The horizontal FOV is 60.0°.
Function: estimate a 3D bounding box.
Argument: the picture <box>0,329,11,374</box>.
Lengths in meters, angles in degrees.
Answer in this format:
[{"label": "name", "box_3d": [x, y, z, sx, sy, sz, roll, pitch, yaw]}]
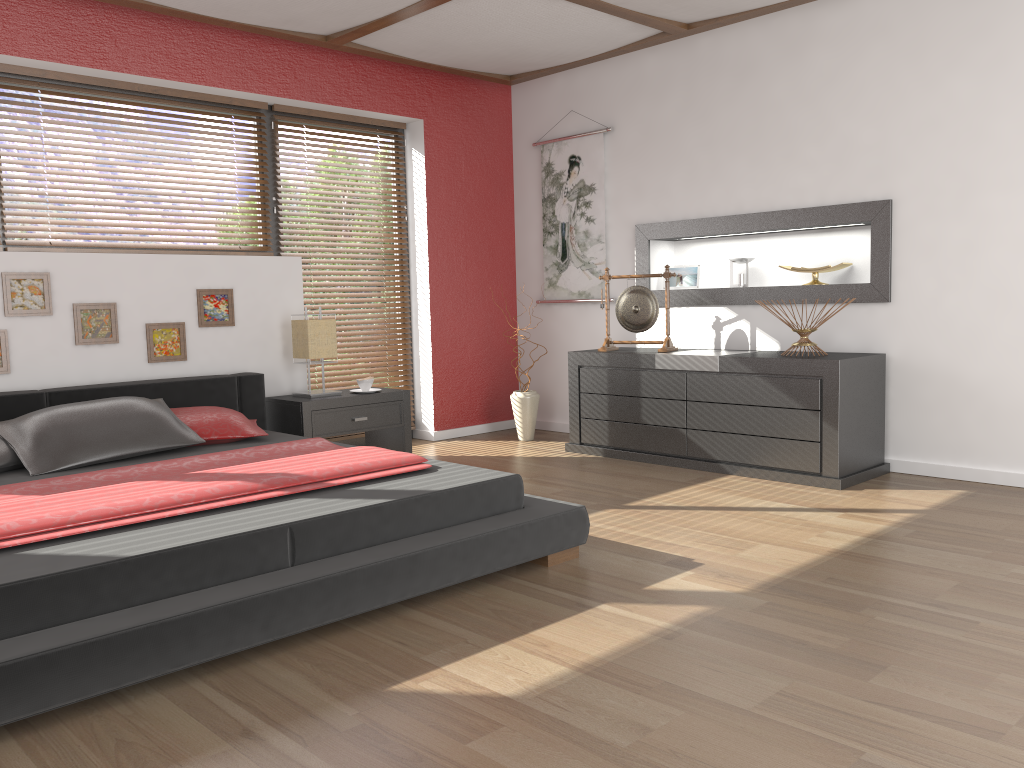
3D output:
[{"label": "picture", "box_3d": [-2.365, -0.140, 3.971, 0.200, 0.200, 0.010, -7, 7, -44]}]

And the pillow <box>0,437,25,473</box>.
[{"label": "pillow", "box_3d": [-2.142, 0.279, 3.408, 0.418, 0.172, 0.745, 1, 6, 21]}]

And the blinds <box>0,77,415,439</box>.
[{"label": "blinds", "box_3d": [-2.437, -0.489, 4.275, 4.840, 1.952, 0.032, -7, 7, -44]}]

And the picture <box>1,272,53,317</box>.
[{"label": "picture", "box_3d": [-2.230, -0.413, 4.082, 0.200, 0.200, 0.010, -7, 7, -44]}]

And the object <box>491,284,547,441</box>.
[{"label": "object", "box_3d": [0.036, -0.140, 5.776, 0.364, 1.035, 0.422, 1, 6, 21]}]

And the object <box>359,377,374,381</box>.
[{"label": "object", "box_3d": [-0.825, -0.029, 5.021, 0.007, 0.007, 0.192, 0, 6, 16]}]

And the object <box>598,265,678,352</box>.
[{"label": "object", "box_3d": [0.733, -0.443, 5.199, 0.490, 0.498, 0.173, 2, 6, 31]}]

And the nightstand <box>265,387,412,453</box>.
[{"label": "nightstand", "box_3d": [-0.965, 0.265, 5.006, 0.700, 0.423, 0.413, -7, 7, -44]}]

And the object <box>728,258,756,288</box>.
[{"label": "object", "box_3d": [1.353, -0.652, 5.217, 0.159, 0.171, 0.159, -1, 5, 5]}]

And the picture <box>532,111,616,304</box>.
[{"label": "picture", "box_3d": [0.404, -1.176, 5.914, 0.028, 1.270, 0.701, -7, 7, -44]}]

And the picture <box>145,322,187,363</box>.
[{"label": "picture", "box_3d": [-1.768, -0.213, 4.541, 0.200, 0.200, 0.010, -7, 7, -44]}]

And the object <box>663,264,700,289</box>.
[{"label": "object", "box_3d": [1.048, -0.662, 5.485, 0.226, 0.146, 0.041, 1, 6, 26]}]

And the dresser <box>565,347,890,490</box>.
[{"label": "dresser", "box_3d": [1.111, 0.127, 4.907, 0.540, 0.608, 1.740, -7, 7, -44]}]

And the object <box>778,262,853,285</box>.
[{"label": "object", "box_3d": [1.666, -0.599, 4.871, 0.350, 0.116, 0.181, 2, 7, 36]}]

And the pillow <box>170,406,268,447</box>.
[{"label": "pillow", "box_3d": [-1.522, 0.201, 4.074, 0.745, 0.172, 0.418, -4, 6, -25]}]

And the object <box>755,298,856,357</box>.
[{"label": "object", "box_3d": [1.471, -0.286, 4.463, 0.481, 0.282, 0.481, 0, 5, 12]}]

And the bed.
[{"label": "bed", "box_3d": [-1.450, 0.374, 3.156, 2.469, 0.577, 2.413, -7, 7, -44]}]

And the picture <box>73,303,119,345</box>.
[{"label": "picture", "box_3d": [-2.015, -0.292, 4.298, 0.200, 0.200, 0.010, -7, 7, -44]}]

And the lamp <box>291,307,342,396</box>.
[{"label": "lamp", "box_3d": [-1.091, -0.186, 4.910, 0.200, 0.480, 0.200, -7, 7, -44]}]

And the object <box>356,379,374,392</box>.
[{"label": "object", "box_3d": [-0.833, 0.008, 5.039, 0.099, 0.069, 0.099, -3, 6, -19]}]

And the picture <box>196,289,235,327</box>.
[{"label": "picture", "box_3d": [-1.574, -0.405, 4.715, 0.200, 0.200, 0.010, -7, 7, -44]}]

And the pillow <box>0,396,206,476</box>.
[{"label": "pillow", "box_3d": [-1.714, 0.189, 3.694, 0.386, 0.241, 0.744, 3, 7, 41]}]

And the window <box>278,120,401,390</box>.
[{"label": "window", "box_3d": [-1.079, -0.690, 5.665, 0.889, 1.893, 0.020, -7, 7, -44]}]

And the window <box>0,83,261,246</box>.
[{"label": "window", "box_3d": [-2.497, -1.068, 4.273, 2.817, 0.786, 0.020, -7, 7, -44]}]

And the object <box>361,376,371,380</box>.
[{"label": "object", "box_3d": [-0.835, -0.031, 5.042, 0.007, 0.007, 0.192, -1, 5, 11]}]

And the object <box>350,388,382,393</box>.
[{"label": "object", "box_3d": [-0.832, 0.040, 5.042, 0.179, 0.012, 0.179, -3, 6, -19]}]
